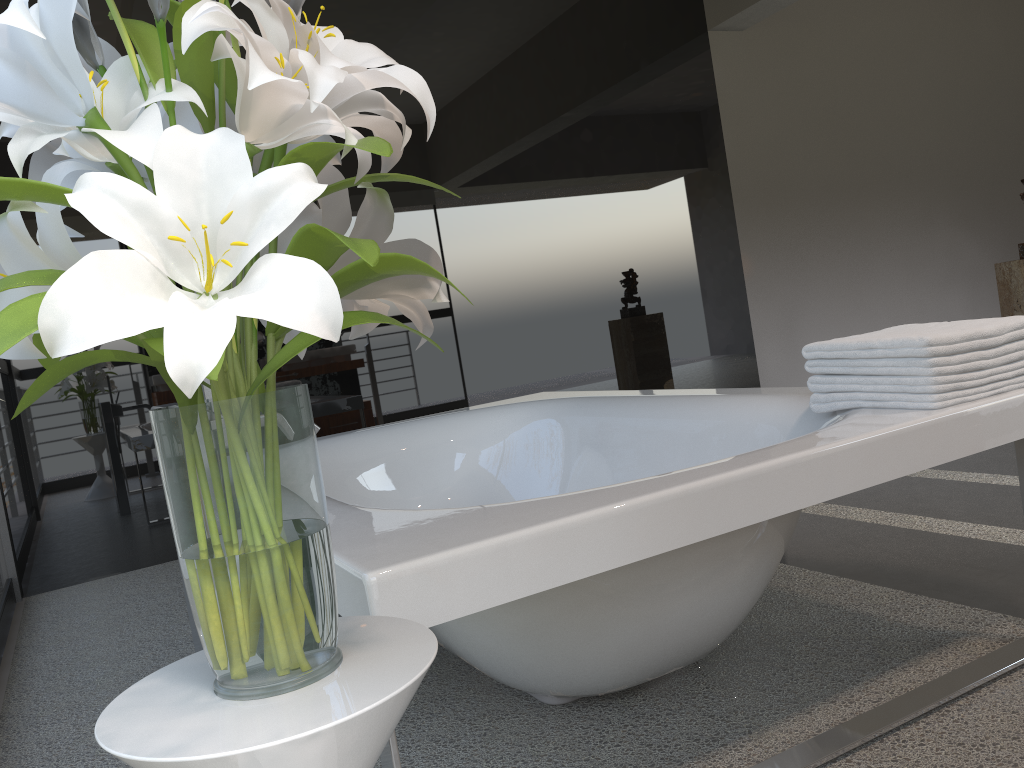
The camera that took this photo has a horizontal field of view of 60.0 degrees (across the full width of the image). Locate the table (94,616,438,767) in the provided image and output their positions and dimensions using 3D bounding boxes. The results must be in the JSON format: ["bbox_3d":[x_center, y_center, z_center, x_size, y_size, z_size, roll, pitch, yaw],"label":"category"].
[{"bbox_3d":[-0.183,0.506,0.837,0.308,0.478,0.307,-12,4,-43],"label":"table"}]

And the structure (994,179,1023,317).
[{"bbox_3d":[2.450,-0.426,4.029,0.328,1.073,0.292,-11,3,-26],"label":"structure"}]

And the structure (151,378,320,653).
[{"bbox_3d":[-0.566,0.295,1.978,0.330,0.884,0.402,-11,3,-26],"label":"structure"}]

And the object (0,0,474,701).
[{"bbox_3d":[-0.274,-0.123,0.795,0.460,0.795,0.450,-9,3,1],"label":"object"}]

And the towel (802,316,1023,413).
[{"bbox_3d":[0.792,-0.037,1.727,0.305,0.145,0.322,-11,4,-23],"label":"towel"}]

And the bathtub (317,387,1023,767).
[{"bbox_3d":[0.016,0.374,2.218,1.328,0.504,1.958,-11,4,-26],"label":"bathtub"}]
